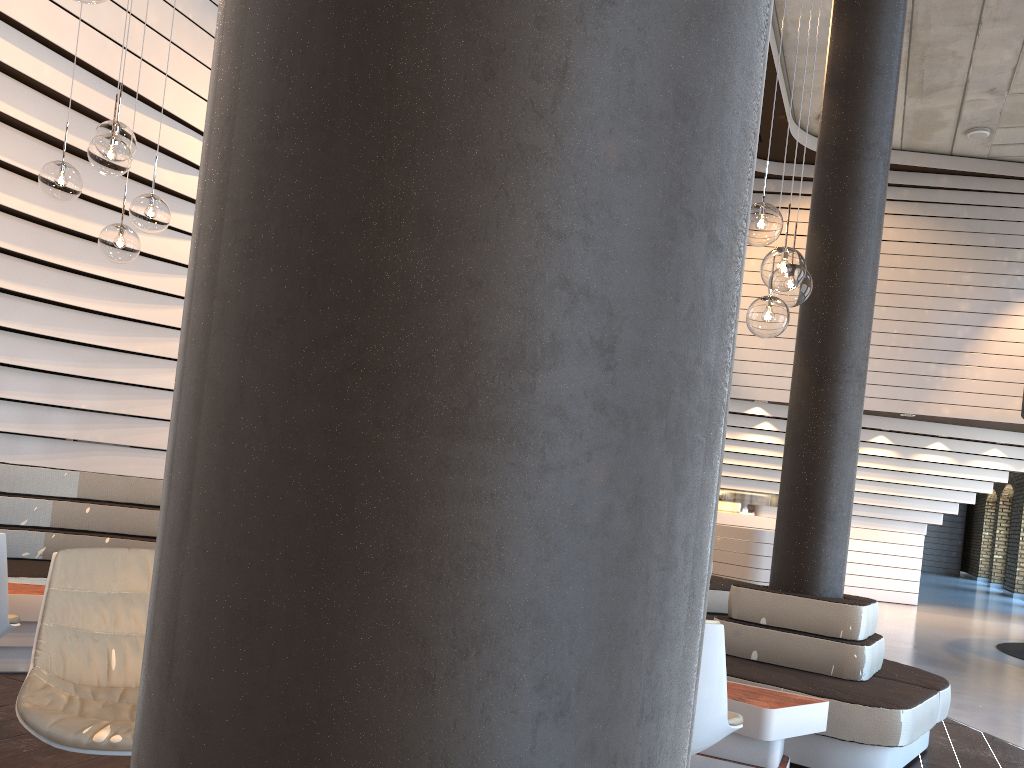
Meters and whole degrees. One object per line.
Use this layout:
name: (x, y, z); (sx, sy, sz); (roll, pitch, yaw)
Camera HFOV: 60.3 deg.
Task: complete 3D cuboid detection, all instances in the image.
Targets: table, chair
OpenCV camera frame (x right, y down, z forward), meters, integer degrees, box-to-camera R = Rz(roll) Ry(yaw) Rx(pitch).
table: (0.785, 1.424, 3.612); (0.906, 0.369, 0.415); (4, -5, 25)
chair: (-1.036, 0.888, 2.507); (0.657, 0.764, 0.713); (8, -4, -27)
chair: (0.415, 1.103, 2.935); (0.657, 0.764, 0.713); (5, -4, 24)
table: (-2.282, 1.144, 4.151); (0.907, 0.369, 0.415); (10, -5, -30)
chair: (-2.053, 0.832, 2.994); (0.657, 0.764, 0.713); (8, -4, -23)

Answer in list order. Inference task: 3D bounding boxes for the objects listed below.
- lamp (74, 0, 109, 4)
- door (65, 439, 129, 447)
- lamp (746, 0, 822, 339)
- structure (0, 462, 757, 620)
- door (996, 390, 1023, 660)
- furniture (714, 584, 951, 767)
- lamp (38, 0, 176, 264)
lamp: (-0.783, -3.122, 1.627); (0.309, 4.730, 0.663); (6, -1, 31)
door: (-3.378, 0.544, 7.409); (0.971, 2.100, 0.163); (6, -1, 23)
lamp: (1.916, -1.750, 9.004); (9.038, 4.597, 42.139); (4, -7, 23)
structure: (-2.848, 0.356, 0.440); (5.774, 0.924, 18.312); (4, -7, 19)
door: (6.638, 1.483, 8.499); (3.206, 2.844, 3.266); (4, -5, 30)
furniture: (1.596, 1.437, 4.419); (1.774, 0.720, 1.280); (10, -6, -31)
lamp: (-1.480, -2.868, 3.710); (0.532, 4.703, 0.333); (7, -1, -15)
